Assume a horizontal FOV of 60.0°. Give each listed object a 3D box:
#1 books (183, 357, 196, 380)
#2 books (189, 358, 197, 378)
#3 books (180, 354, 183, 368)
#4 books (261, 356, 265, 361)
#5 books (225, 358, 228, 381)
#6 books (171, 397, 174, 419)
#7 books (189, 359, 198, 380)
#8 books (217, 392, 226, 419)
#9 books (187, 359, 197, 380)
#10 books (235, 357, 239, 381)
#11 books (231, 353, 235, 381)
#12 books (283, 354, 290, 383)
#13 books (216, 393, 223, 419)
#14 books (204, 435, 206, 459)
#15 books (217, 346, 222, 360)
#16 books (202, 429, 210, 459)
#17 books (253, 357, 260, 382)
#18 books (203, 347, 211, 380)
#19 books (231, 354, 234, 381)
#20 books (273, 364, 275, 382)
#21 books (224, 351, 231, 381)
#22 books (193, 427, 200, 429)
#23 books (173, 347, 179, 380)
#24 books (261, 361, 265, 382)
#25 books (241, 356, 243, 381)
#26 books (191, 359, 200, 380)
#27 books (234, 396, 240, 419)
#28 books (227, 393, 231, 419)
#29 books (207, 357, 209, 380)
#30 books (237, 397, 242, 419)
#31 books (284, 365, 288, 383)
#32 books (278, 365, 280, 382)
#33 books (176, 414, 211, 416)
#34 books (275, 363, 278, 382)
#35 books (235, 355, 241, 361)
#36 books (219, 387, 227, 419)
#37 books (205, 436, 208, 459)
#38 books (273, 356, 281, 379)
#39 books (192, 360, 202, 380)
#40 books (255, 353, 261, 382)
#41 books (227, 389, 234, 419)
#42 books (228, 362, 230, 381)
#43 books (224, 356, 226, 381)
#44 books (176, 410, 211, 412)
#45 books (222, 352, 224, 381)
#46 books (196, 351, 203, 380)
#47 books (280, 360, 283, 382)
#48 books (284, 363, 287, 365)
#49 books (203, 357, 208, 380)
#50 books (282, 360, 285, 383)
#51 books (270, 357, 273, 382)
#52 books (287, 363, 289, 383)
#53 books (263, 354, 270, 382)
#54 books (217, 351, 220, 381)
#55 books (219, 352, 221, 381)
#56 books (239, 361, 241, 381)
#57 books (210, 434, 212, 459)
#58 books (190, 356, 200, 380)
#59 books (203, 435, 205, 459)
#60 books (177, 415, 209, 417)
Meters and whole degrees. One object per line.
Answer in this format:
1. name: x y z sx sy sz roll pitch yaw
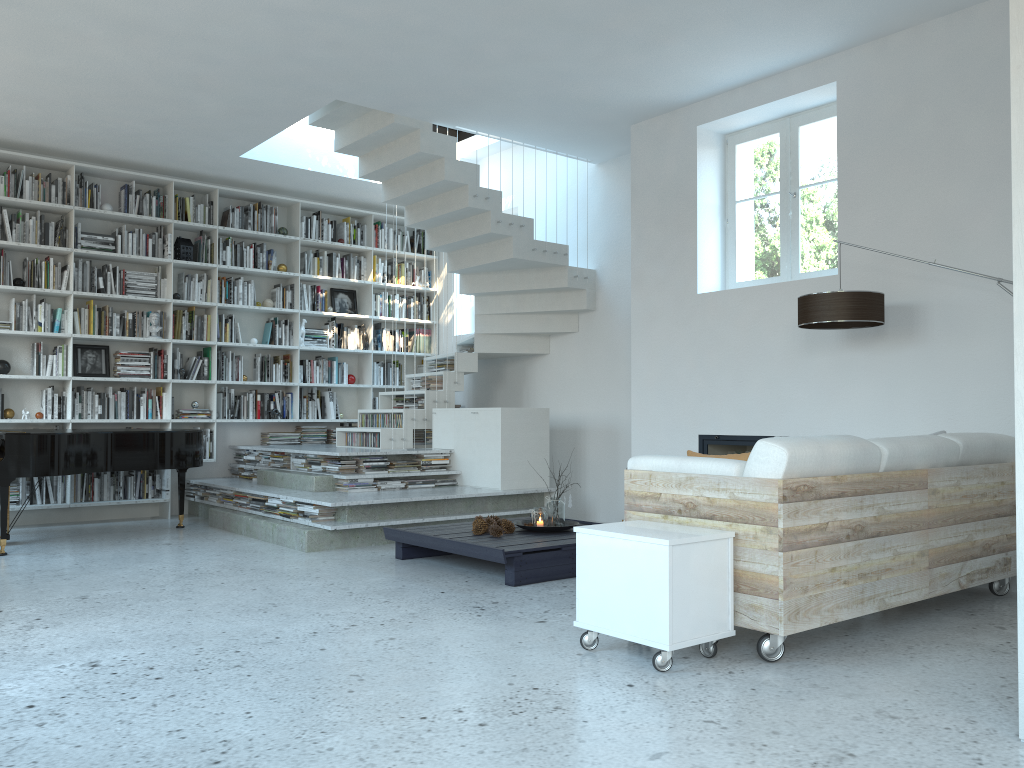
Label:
1. books: -3.079 -0.143 8.404 0.095 0.228 0.190 1 -2 -39
2. books: -3.069 -0.140 8.444 0.095 0.226 0.144 1 -2 -39
3. books: -3.148 -0.156 8.383 0.035 0.248 0.141 1 -2 -39
4. books: -2.512 -0.144 8.887 0.015 0.262 0.149 1 -2 -39
5. books: -2.806 -0.136 8.621 0.011 0.226 0.188 1 -2 -39
6. books: -3.211 0.227 8.325 0.030 0.210 0.136 1 -2 -39
7. books: -3.058 -0.133 8.447 0.090 0.212 0.143 1 -2 -39
8. books: -2.818 0.212 8.603 0.023 0.262 0.186 1 -2 -39
9. books: -3.069 -0.133 8.418 0.089 0.210 0.175 1 -2 -39
10. books: -2.723 -0.138 8.711 0.015 0.238 0.176 1 -2 -39
11. books: -2.753 -0.162 8.700 0.006 0.285 0.159 1 -2 -39
12. books: -2.297 -0.154 9.040 0.007 0.295 0.162 1 -2 -39
13. books: -2.845 0.216 8.607 0.012 0.254 0.161 1 -2 -39
14. books: -2.937 0.596 8.405 0.012 0.225 0.149 1 -2 -39
15. books: -2.853 -0.193 8.627 0.007 0.342 0.149 1 -2 -39
16. books: -2.910 0.566 8.416 0.021 0.285 0.172 1 -2 -39
17. books: -2.550 -0.140 8.857 0.019 0.251 0.130 1 -2 -39
18. books: -2.936 -0.189 8.533 0.014 0.325 0.183 1 -2 -39
19. books: -2.759 -0.154 8.675 0.012 0.267 0.183 1 -2 -39
20. books: -2.431 -0.102 8.924 0.018 0.182 0.182 1 -2 -39
21. books: -2.780 -0.170 8.651 0.014 0.297 0.175 1 -2 -39
22. books: -2.991 0.557 8.376 0.032 0.300 0.149 1 -2 -39
23. books: -3.170 -0.187 8.354 0.013 0.306 0.141 1 -2 -39
24. books: -2.515 -0.121 8.865 0.016 0.215 0.177 1 -2 -39
25. books: -2.691 -0.144 8.740 0.013 0.251 0.172 1 -2 -39
26. books: -3.047 -0.134 8.465 0.090 0.215 0.139 1 -2 -39
27. books: -2.725 0.231 8.697 0.065 0.231 0.162 1 -2 -39
28. books: -2.782 0.216 8.634 0.023 0.256 0.178 1 -2 -39
29. books: -2.951 -0.140 8.522 0.021 0.226 0.148 1 -2 -39
30. books: -2.696 0.239 8.722 0.011 0.217 0.175 1 -2 -39
31. books: -2.322 -0.098 9.005 0.016 0.180 0.189 1 -2 -39
32. books: -2.390 -0.101 8.965 0.019 0.183 0.190 1 -2 -39
33. books: -3.019 0.292 8.393 0.285 0.012 0.159 2 -3 -36
34. books: -2.405 -0.107 8.958 0.015 0.195 0.175 1 -2 -39
35. books: -2.701 -0.149 8.731 0.014 0.261 0.142 1 -2 -39
36. books: -2.806 0.185 8.615 0.010 0.316 0.187 1 -2 -39
37. books: -2.918 0.602 8.399 0.011 0.212 0.178 1 -2 -39
38. books: -2.382 -0.146 8.976 0.006 0.274 0.173 1 -2 -39
39. books: -3.031 -0.128 8.465 0.091 0.205 0.169 1 -2 -39
40. books: -2.544 -0.158 8.878 0.016 0.289 0.131 1 -2 -39
41. books: -2.761 0.197 8.650 0.030 0.294 0.188 1 -2 -39
42. books: -2.792 -0.115 8.642 0.013 0.186 0.184 1 -2 -39
43. books: -2.822 -0.147 8.622 0.013 0.248 0.165 1 -2 -39
44. books: -3.020 0.256 8.396 0.285 0.012 0.159 2 -3 -35
45. books: -2.828 -0.165 8.615 0.005 0.283 0.159 1 -2 -39
46. books: -2.993 -0.170 8.501 0.013 0.285 0.138 1 -2 -39
47. books: -2.372 -0.124 8.982 0.018 0.229 0.182 1 -2 -39
48. books: -2.327 -0.109 9.037 0.016 0.205 0.141 1 -2 -39
49. books: -2.964 -0.139 8.498 0.029 0.223 0.171 1 -2 -39
50. books: -2.353 -0.124 9.014 0.021 0.231 0.155 1 -2 -39
51. books: -2.445 -0.137 8.914 0.018 0.251 0.184 1 -2 -39
52. books: -2.309 -0.109 9.039 0.013 0.204 0.158 1 -2 -39
53. books: -2.471 -0.154 8.926 0.007 0.285 0.159 1 -2 -39
54. books: -2.867 -0.171 8.595 0.018 0.295 0.177 1 -2 -39
55. books: -2.857 -0.164 8.601 0.006 0.281 0.155 1 -2 -39
56. books: -2.709 -0.123 8.718 0.014 0.207 0.180 1 -2 -39
57. books: -2.889 0.593 8.441 0.013 0.233 0.149 1 -2 -39
58. books: -3.045 -0.147 8.456 0.094 0.238 0.149 1 -2 -39
59. books: -2.942 0.595 8.381 0.026 0.224 0.175 1 -2 -39
60. books: -3.020 0.305 8.394 0.254 0.012 0.161 1 -3 -33
